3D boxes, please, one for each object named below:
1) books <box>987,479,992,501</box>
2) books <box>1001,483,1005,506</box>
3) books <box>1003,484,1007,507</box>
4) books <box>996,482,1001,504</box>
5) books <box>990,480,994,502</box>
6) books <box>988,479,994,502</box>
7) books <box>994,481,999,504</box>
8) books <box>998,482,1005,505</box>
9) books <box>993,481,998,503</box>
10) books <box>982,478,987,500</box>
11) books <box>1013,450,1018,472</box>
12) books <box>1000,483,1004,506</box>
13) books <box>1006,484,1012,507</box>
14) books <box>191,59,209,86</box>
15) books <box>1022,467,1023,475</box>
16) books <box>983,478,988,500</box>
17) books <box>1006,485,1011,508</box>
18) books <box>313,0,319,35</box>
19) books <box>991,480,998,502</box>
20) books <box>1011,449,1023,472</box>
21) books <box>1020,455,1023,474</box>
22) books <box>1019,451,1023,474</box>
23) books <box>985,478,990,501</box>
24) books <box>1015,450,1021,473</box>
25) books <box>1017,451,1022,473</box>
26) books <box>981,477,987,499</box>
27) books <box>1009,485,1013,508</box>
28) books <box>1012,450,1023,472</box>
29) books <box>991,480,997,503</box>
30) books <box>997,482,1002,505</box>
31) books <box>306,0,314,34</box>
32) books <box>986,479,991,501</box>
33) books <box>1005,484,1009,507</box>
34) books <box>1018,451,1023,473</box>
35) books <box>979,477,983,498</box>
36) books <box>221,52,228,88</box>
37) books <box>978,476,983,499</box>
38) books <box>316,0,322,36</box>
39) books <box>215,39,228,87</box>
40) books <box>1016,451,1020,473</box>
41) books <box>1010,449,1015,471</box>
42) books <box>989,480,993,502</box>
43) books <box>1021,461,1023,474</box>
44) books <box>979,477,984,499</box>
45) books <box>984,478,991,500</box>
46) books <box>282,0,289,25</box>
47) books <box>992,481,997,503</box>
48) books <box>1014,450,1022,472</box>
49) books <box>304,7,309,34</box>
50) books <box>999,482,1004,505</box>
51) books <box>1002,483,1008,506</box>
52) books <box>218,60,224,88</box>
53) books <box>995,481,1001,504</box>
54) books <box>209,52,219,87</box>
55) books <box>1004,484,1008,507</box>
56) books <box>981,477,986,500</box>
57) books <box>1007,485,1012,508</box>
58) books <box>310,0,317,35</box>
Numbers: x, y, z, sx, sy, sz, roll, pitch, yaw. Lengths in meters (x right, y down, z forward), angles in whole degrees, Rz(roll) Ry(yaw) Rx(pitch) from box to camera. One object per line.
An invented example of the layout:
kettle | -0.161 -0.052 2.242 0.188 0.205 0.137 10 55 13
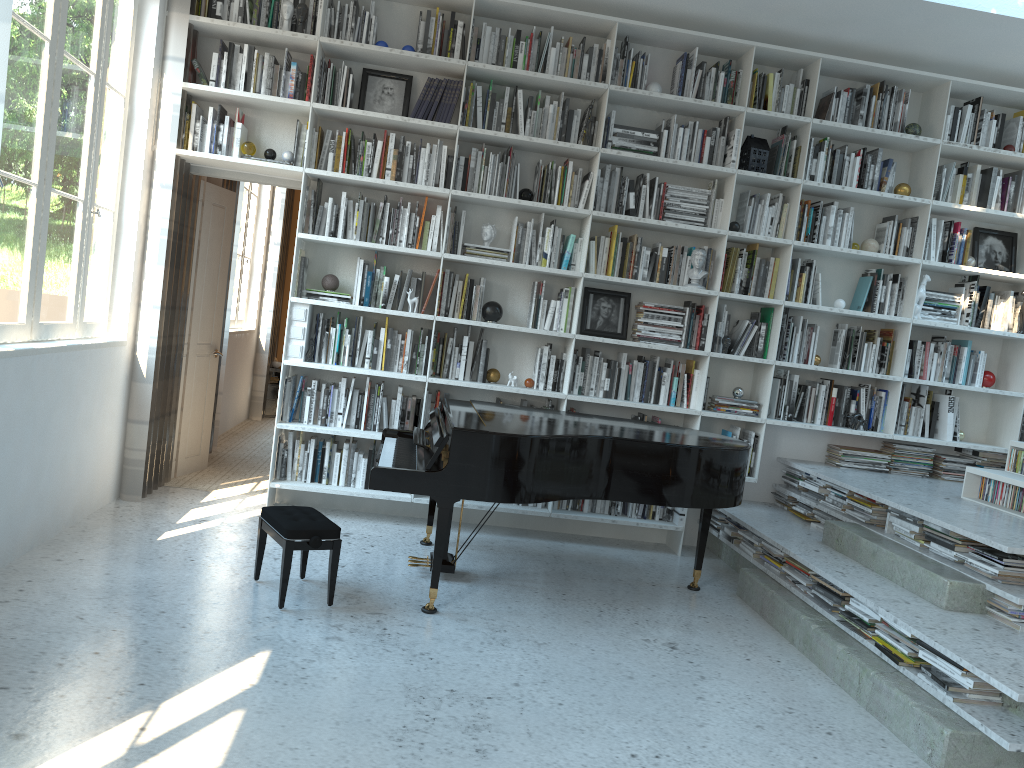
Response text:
books | 2.678 0.590 4.869 0.125 0.125 0.007 7 4 -7
books | 2.690 0.599 4.755 0.125 0.125 0.008 7 4 -7
books | 2.692 0.600 4.738 0.125 0.125 0.007 7 4 -7
books | 2.686 0.596 4.792 0.125 0.125 0.007 7 4 -7
books | 2.680 0.592 4.845 0.125 0.125 0.007 7 4 -7
books | 2.679 0.591 4.860 0.125 0.125 0.009 7 4 -7
books | 2.684 0.595 4.807 0.125 0.125 0.008 7 4 -7
books | 2.688 0.597 4.777 0.125 0.125 0.008 7 4 -7
books | 2.684 0.594 4.815 0.125 0.125 0.008 7 4 -7
books | 2.673 0.587 4.908 0.125 0.125 0.007 7 4 -7
books | 2.842 0.433 4.907 0.125 0.125 0.009 7 4 -7
books | 2.689 0.598 4.763 0.125 0.125 0.007 7 4 -7
books | 2.694 0.602 4.716 0.125 0.125 0.008 7 4 -7
books | -1.795 -1.778 5.150 0.121 0.176 0.129 7 4 -7
books | 2.851 0.439 4.833 0.125 0.125 0.008 7 4 -7
books | 2.674 0.588 4.900 0.125 0.125 0.007 7 4 -7
books | 2.695 0.602 4.708 0.125 0.125 0.008 7 4 -7
books | -1.132 -2.107 5.182 0.025 0.260 0.138 7 4 -7
books | 2.681 0.592 4.837 0.125 0.125 0.008 7 4 -7
books | 2.841 0.432 4.922 0.125 0.125 0.007 7 4 -7
books | 2.849 0.438 4.848 0.125 0.125 0.007 7 4 -7
books | 2.848 0.437 4.855 0.125 0.125 0.007 7 4 -7
books | 2.676 0.589 4.886 0.125 0.125 0.008 7 4 -7
books | 2.844 0.434 4.892 0.125 0.125 0.008 7 4 -7
books | 2.846 0.436 4.875 0.125 0.125 0.012 7 4 -7
books | 2.672 0.586 4.925 0.125 0.125 0.010 7 4 -7
books | 2.697 0.604 4.693 0.125 0.125 0.008 7 4 -7
books | 2.842 0.433 4.915 0.125 0.125 0.008 7 4 -7
books | 2.682 0.593 4.831 0.125 0.125 0.008 7 4 -7
books | 2.687 0.597 4.784 0.125 0.125 0.007 7 4 -7
books | -1.167 -2.125 5.176 0.022 0.287 0.175 7 4 -7
books | 2.677 0.589 4.878 0.125 0.125 0.010 7 4 -7
books | 2.693 0.601 4.723 0.125 0.125 0.008 7 4 -7
books | 2.847 0.437 4.864 0.125 0.125 0.008 7 4 -7
books | 2.670 0.585 4.941 0.125 0.125 0.008 7 4 -7
books | -1.650 -1.785 5.143 0.023 0.228 0.171 7 4 -7
books | 2.669 0.584 4.949 0.125 0.125 0.007 7 4 -7
books | -1.104 -2.097 5.149 0.024 0.252 0.234 7 4 -7
books | -1.687 -1.825 5.150 0.011 0.297 0.162 7 4 -7
books | 2.845 0.435 4.883 0.125 0.125 0.010 7 4 -7
books | 2.840 0.432 4.929 0.125 0.125 0.008 7 4 -7
books | 2.679 0.591 4.853 0.125 0.125 0.009 7 4 -7
books | 2.850 0.438 4.841 0.125 0.125 0.007 7 4 -7
books | 2.671 0.585 4.934 0.125 0.125 0.008 7 4 -7
books | 2.675 0.588 4.893 0.125 0.125 0.008 7 4 -7
books | -1.303 -2.119 5.151 0.025 0.244 0.167 7 4 -7
books | 2.683 0.594 4.823 0.125 0.125 0.008 7 4 -7
books | 2.843 0.434 4.900 0.125 0.125 0.007 7 4 -7
books | -1.198 -2.077 5.177 0.028 0.185 0.167 7 4 -7
books | 2.688 0.598 4.770 0.125 0.125 0.008 7 4 -7
books | 2.691 0.599 4.747 0.125 0.125 0.009 7 4 -7
books | -1.678 -1.772 5.167 0.024 0.192 0.138 7 4 -7
books | 2.685 0.595 4.799 0.125 0.125 0.007 7 4 -7
books | -1.715 -1.788 5.147 0.034 0.218 0.166 7 4 -7
books | 2.693 0.601 4.731 0.125 0.125 0.007 7 4 -7
books | 2.673 0.586 4.916 0.125 0.125 0.009 7 4 -7
books | 2.696 0.603 4.701 0.125 0.125 0.007 7 4 -7
books | -1.145 -2.147 5.171 0.014 0.338 0.167 7 4 -7
